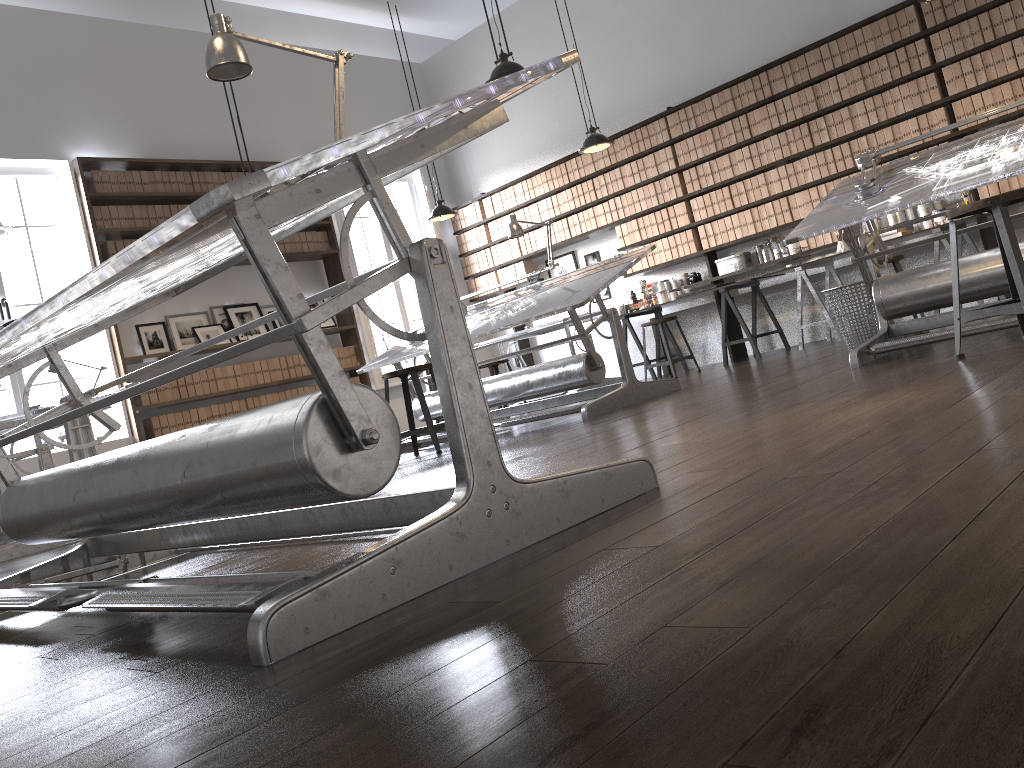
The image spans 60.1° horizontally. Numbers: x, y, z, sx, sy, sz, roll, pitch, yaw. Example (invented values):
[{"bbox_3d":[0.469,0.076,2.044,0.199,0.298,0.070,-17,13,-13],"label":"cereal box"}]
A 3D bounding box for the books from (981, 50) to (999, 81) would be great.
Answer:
[{"bbox_3d":[3.575,-2.360,6.589,0.066,0.226,0.175,-16,-3,43],"label":"books"}]

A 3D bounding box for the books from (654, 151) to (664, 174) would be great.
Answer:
[{"bbox_3d":[1.467,-2.130,8.544,0.066,0.226,0.175,-16,-3,43],"label":"books"}]

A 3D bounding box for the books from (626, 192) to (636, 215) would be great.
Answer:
[{"bbox_3d":[1.233,-1.797,8.815,0.066,0.226,0.175,-16,-3,43],"label":"books"}]

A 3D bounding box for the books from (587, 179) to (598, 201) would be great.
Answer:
[{"bbox_3d":[0.874,-1.987,9.104,0.066,0.226,0.175,-16,-3,43],"label":"books"}]

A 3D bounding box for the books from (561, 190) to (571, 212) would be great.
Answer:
[{"bbox_3d":[0.621,-1.926,9.347,0.066,0.226,0.175,-16,-3,43],"label":"books"}]

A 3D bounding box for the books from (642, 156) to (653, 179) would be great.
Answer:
[{"bbox_3d":[1.372,-2.107,8.638,0.066,0.226,0.175,-16,-3,43],"label":"books"}]

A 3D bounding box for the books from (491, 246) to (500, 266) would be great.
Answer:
[{"bbox_3d":[-0.137,-1.467,10.111,0.066,0.226,0.175,-16,-3,43],"label":"books"}]

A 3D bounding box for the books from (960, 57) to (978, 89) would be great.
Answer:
[{"bbox_3d":[3.469,-2.335,6.680,0.066,0.226,0.175,-16,-3,43],"label":"books"}]

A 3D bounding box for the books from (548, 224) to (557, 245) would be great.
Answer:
[{"bbox_3d":[0.486,-1.610,9.520,0.066,0.226,0.175,-16,-3,43],"label":"books"}]

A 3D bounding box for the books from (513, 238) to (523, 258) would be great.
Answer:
[{"bbox_3d":[0.111,-1.527,9.874,0.066,0.226,0.175,-16,-3,43],"label":"books"}]

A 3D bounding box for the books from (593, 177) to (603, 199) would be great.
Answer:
[{"bbox_3d":[0.930,-2.000,9.058,0.066,0.226,0.175,-16,-3,43],"label":"books"}]

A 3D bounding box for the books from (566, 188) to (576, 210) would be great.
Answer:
[{"bbox_3d":[0.670,-1.938,9.296,0.066,0.226,0.175,-16,-3,43],"label":"books"}]

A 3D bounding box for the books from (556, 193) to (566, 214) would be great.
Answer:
[{"bbox_3d":[0.574,-1.915,9.397,0.066,0.226,0.175,-16,-3,43],"label":"books"}]

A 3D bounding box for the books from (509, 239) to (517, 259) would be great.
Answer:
[{"bbox_3d":[0.069,-1.517,9.920,0.066,0.226,0.175,-16,-3,43],"label":"books"}]

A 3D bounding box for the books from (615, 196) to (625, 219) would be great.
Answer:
[{"bbox_3d":[1.132,-1.773,8.908,0.066,0.226,0.175,-16,-3,43],"label":"books"}]

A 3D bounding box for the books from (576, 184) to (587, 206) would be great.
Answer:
[{"bbox_3d":[0.769,-1.962,9.207,0.066,0.226,0.175,-16,-3,43],"label":"books"}]

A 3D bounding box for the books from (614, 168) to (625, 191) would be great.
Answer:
[{"bbox_3d":[1.125,-2.047,8.864,0.066,0.226,0.175,-16,-3,43],"label":"books"}]

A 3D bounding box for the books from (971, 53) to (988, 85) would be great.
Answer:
[{"bbox_3d":[3.523,-2.348,6.633,0.066,0.226,0.175,-16,-3,43],"label":"books"}]

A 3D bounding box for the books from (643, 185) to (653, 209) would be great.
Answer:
[{"bbox_3d":[1.378,-1.832,8.676,0.066,0.226,0.175,-16,-3,43],"label":"books"}]

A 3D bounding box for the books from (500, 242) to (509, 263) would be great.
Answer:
[{"bbox_3d":[-0.031,-1.493,10.020,0.066,0.226,0.175,-16,-3,43],"label":"books"}]

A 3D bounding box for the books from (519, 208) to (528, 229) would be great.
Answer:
[{"bbox_3d":[0.180,-1.820,9.765,0.066,0.226,0.175,-16,-3,43],"label":"books"}]

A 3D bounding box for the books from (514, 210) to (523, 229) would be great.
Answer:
[{"bbox_3d":[0.133,-1.808,9.817,0.066,0.226,0.175,-16,-3,43],"label":"books"}]

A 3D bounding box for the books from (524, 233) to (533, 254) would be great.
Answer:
[{"bbox_3d":[0.236,-1.550,9.760,0.066,0.226,0.175,-16,-3,43],"label":"books"}]

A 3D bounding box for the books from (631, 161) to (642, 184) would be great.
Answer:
[{"bbox_3d":[1.269,-2.082,8.728,0.066,0.226,0.175,-16,-3,43],"label":"books"}]

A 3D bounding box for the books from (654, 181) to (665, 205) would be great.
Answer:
[{"bbox_3d":[1.474,-1.855,8.587,0.066,0.226,0.175,-16,-3,43],"label":"books"}]

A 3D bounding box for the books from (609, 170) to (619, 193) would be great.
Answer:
[{"bbox_3d":[1.081,-2.036,8.913,0.066,0.226,0.175,-16,-3,43],"label":"books"}]

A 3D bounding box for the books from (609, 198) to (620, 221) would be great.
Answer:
[{"bbox_3d":[1.079,-1.760,8.954,0.066,0.226,0.175,-16,-3,43],"label":"books"}]

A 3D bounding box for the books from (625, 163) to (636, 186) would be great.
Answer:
[{"bbox_3d":[1.219,-2.070,8.778,0.066,0.226,0.175,-16,-3,43],"label":"books"}]

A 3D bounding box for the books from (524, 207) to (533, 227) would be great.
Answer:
[{"bbox_3d":[0.233,-1.832,9.720,0.066,0.226,0.175,-16,-3,43],"label":"books"}]

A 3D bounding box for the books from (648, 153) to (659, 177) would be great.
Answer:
[{"bbox_3d":[1.417,-2.117,8.586,0.066,0.226,0.175,-16,-3,43],"label":"books"}]

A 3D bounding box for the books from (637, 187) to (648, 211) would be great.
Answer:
[{"bbox_3d":[1.333,-1.821,8.717,0.066,0.226,0.175,-16,-3,43],"label":"books"}]

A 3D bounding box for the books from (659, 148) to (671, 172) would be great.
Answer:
[{"bbox_3d":[1.511,-2.140,8.501,0.066,0.226,0.175,-16,-3,43],"label":"books"}]

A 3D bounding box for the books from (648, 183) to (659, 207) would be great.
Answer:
[{"bbox_3d":[1.422,-1.843,8.628,0.066,0.226,0.175,-16,-3,43],"label":"books"}]

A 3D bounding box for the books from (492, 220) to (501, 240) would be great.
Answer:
[{"bbox_3d":[-0.120,-1.747,10.048,0.066,0.226,0.175,-16,-3,43],"label":"books"}]

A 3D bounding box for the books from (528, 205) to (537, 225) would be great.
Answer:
[{"bbox_3d":[0.283,-1.844,9.673,0.066,0.226,0.175,-16,-3,43],"label":"books"}]

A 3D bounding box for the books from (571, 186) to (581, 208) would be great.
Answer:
[{"bbox_3d":[0.721,-1.950,9.247,0.066,0.226,0.175,-16,-3,43],"label":"books"}]

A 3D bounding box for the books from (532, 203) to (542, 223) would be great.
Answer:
[{"bbox_3d":[0.327,-1.855,9.623,0.066,0.226,0.175,-16,-3,43],"label":"books"}]

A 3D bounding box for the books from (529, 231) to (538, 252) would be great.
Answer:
[{"bbox_3d":[0.288,-1.562,9.715,0.066,0.226,0.175,-16,-3,43],"label":"books"}]

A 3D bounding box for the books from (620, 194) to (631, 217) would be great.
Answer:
[{"bbox_3d":[1.184,-1.785,8.864,0.066,0.226,0.175,-16,-3,43],"label":"books"}]

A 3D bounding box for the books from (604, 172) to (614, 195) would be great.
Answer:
[{"bbox_3d":[1.031,-2.024,8.961,0.066,0.226,0.175,-16,-3,43],"label":"books"}]

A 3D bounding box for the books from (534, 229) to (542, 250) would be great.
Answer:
[{"bbox_3d":[0.339,-1.575,9.670,0.066,0.226,0.175,-16,-3,43],"label":"books"}]

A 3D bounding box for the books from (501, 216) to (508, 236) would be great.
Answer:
[{"bbox_3d":[-0.021,-1.771,9.960,0.066,0.226,0.175,-16,-3,43],"label":"books"}]

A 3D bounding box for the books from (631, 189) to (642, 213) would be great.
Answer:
[{"bbox_3d":[1.280,-1.808,8.765,0.066,0.226,0.175,-16,-3,43],"label":"books"}]

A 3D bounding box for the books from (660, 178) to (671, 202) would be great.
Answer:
[{"bbox_3d":[1.524,-1.867,8.539,0.066,0.226,0.175,-16,-3,43],"label":"books"}]

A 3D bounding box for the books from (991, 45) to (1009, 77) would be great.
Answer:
[{"bbox_3d":[3.623,-2.372,6.541,0.066,0.226,0.175,-16,-3,43],"label":"books"}]

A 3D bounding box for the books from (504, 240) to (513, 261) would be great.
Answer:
[{"bbox_3d":[0.017,-1.504,9.972,0.066,0.226,0.175,-16,-3,43],"label":"books"}]

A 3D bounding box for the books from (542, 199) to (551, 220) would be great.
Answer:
[{"bbox_3d":[0.421,-1.878,9.538,0.066,0.226,0.175,-16,-3,43],"label":"books"}]

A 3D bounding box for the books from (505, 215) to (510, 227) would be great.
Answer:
[{"bbox_3d":[0.027,-1.783,9.917,0.066,0.226,0.175,-16,-3,43],"label":"books"}]

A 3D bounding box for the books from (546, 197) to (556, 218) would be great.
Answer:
[{"bbox_3d":[0.471,-1.890,9.487,0.066,0.226,0.175,-16,-3,43],"label":"books"}]

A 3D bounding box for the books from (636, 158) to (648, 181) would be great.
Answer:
[{"bbox_3d":[1.321,-2.094,8.684,0.066,0.226,0.175,-16,-3,43],"label":"books"}]

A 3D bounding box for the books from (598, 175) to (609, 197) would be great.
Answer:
[{"bbox_3d":[0.978,-2.012,9.006,0.066,0.226,0.175,-16,-3,43],"label":"books"}]

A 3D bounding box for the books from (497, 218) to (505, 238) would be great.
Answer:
[{"bbox_3d":[-0.069,-1.760,9.999,0.066,0.226,0.175,-16,-3,43],"label":"books"}]

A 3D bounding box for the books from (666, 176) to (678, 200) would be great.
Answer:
[{"bbox_3d":[1.572,-1.879,8.488,0.066,0.226,0.175,-16,-3,43],"label":"books"}]

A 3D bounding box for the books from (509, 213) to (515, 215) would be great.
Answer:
[{"bbox_3d":[0.076,-1.795,9.863,0.066,0.226,0.175,-16,-3,43],"label":"books"}]

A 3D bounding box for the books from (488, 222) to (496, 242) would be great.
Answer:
[{"bbox_3d":[-0.169,-1.735,10.099,0.066,0.226,0.175,-16,-3,43],"label":"books"}]

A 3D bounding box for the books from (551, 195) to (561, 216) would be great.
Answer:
[{"bbox_3d":[0.524,-1.902,9.443,0.066,0.226,0.175,-16,-3,43],"label":"books"}]

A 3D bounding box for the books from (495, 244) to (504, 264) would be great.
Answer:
[{"bbox_3d":[-0.083,-1.480,10.064,0.066,0.226,0.175,-16,-3,43],"label":"books"}]

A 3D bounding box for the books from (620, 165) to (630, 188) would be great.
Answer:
[{"bbox_3d":[1.175,-2.059,8.822,0.066,0.226,0.175,-16,-3,43],"label":"books"}]

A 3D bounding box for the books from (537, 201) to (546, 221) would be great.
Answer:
[{"bbox_3d":[0.378,-1.867,9.581,0.066,0.226,0.175,-16,-3,43],"label":"books"}]
